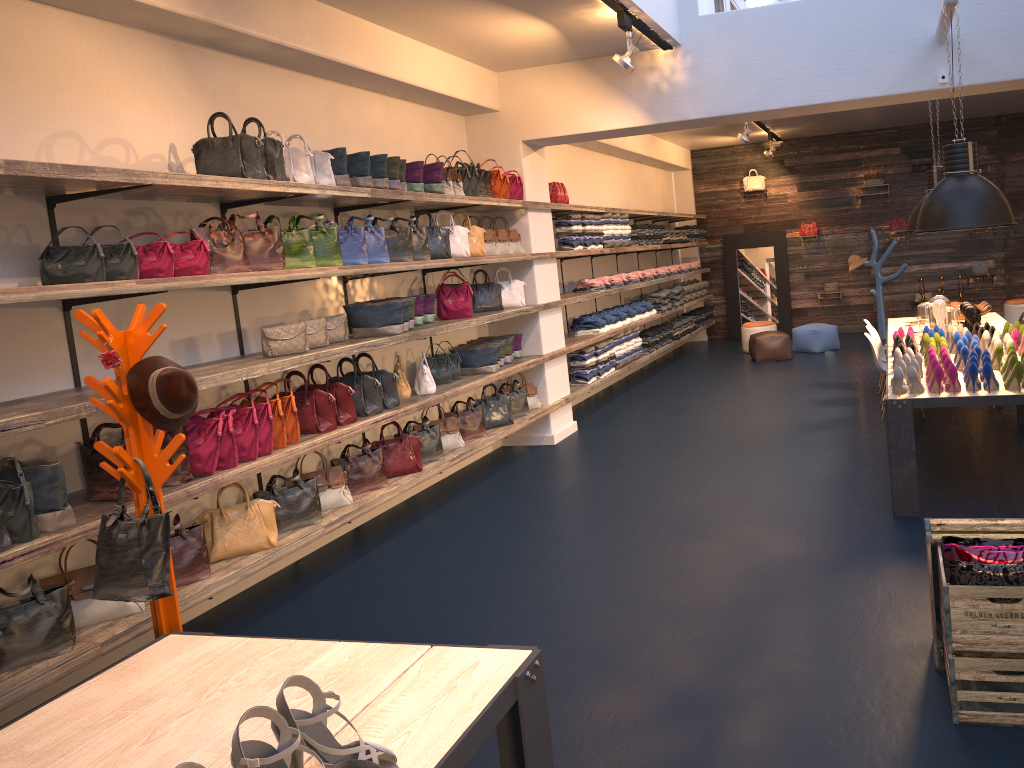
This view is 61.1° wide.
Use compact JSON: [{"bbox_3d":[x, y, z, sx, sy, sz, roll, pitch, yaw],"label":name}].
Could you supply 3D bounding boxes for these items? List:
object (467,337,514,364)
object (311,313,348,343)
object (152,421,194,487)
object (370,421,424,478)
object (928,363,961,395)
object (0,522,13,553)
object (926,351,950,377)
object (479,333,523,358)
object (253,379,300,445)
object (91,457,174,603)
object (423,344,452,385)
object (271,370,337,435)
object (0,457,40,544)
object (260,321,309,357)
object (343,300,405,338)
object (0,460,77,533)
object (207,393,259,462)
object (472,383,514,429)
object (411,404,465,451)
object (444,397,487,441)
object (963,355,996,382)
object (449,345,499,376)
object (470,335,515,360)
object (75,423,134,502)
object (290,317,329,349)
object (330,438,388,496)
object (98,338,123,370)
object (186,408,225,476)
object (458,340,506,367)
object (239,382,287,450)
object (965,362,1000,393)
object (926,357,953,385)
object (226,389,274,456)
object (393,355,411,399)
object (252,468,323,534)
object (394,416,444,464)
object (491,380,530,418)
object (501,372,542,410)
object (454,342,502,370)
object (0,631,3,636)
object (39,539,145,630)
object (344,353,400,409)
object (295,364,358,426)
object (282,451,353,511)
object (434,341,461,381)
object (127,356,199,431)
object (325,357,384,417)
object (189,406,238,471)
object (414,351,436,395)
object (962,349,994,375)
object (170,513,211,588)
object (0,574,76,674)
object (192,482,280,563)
[{"bbox_3d":[-0.182,-0.281,7.788,0.421,0.234,0.177,-5,6,-3],"label":"object"},{"bbox_3d":[-1.171,-0.350,5.537,0.095,0.175,0.293,0,9,41],"label":"object"},{"bbox_3d":[-1.673,0.301,4.091,0.327,0.354,0.171,-3,6,18],"label":"object"},{"bbox_3d":[-0.809,0.435,5.951,0.461,0.384,0.178,-10,7,-33],"label":"object"},{"bbox_3d":[2.689,-0.043,5.396,0.193,0.194,0.255,-3,7,18],"label":"object"},{"bbox_3d":[-2.026,0.479,3.222,0.317,0.308,0.166,-2,7,28],"label":"object"},{"bbox_3d":[2.923,-0.138,5.930,0.189,0.194,0.259,-2,8,26],"label":"object"},{"bbox_3d":[-0.094,-0.341,8.160,0.419,0.234,0.178,-5,6,-1],"label":"object"},{"bbox_3d":[-1.334,0.166,4.867,0.261,0.360,0.207,-7,6,-18],"label":"object"},{"bbox_3d":[-1.432,0.548,3.239,0.353,0.521,0.214,-2,6,26],"label":"object"},{"bbox_3d":[-0.584,-0.151,6.771,0.252,0.327,0.102,-8,6,-25],"label":"object"},{"bbox_3d":[-1.243,0.106,5.159,0.414,0.384,0.199,-4,6,10],"label":"object"},{"bbox_3d":[-1.936,0.448,3.335,0.221,0.327,0.116,-3,6,25],"label":"object"},{"bbox_3d":[-1.290,-0.255,4.931,0.293,0.175,0.095,-11,8,-40],"label":"object"},{"bbox_3d":[-0.912,-0.432,5.826,0.418,0.231,0.178,-5,6,0],"label":"object"},{"bbox_3d":[-1.908,0.448,3.486,0.310,0.283,0.199,0,8,40],"label":"object"},{"bbox_3d":[-1.444,0.237,4.496,0.293,0.341,0.227,-10,8,-38],"label":"object"},{"bbox_3d":[-0.172,0.176,7.402,0.462,0.384,0.177,-10,7,-36],"label":"object"},{"bbox_3d":[-0.577,0.333,6.640,0.413,0.365,0.166,-9,7,-30],"label":"object"},{"bbox_3d":[-0.362,0.279,6.986,0.407,0.337,0.200,-10,7,-33],"label":"object"},{"bbox_3d":[3.032,-0.105,5.633,0.191,0.194,0.256,-3,7,21],"label":"object"},{"bbox_3d":[-0.301,-0.195,7.227,0.419,0.231,0.178,-5,6,-1],"label":"object"},{"bbox_3d":[-0.166,-0.309,7.972,0.427,0.234,0.174,-6,6,-7],"label":"object"},{"bbox_3d":[-1.768,0.341,3.912,0.352,0.337,0.232,-2,7,26],"label":"object"},{"bbox_3d":[-1.229,-0.303,5.237,0.096,0.175,0.292,-1,8,39],"label":"object"},{"bbox_3d":[-0.968,0.527,5.587,0.407,0.337,0.200,-10,7,-33],"label":"object"},{"bbox_3d":[-1.477,-0.111,3.188,0.077,0.112,0.066,-5,6,1],"label":"object"},{"bbox_3d":[-1.536,0.296,4.262,0.351,0.299,0.253,-11,9,-41],"label":"object"},{"bbox_3d":[-0.247,-0.249,7.601,0.427,0.234,0.174,-6,6,-7],"label":"object"},{"bbox_3d":[-1.382,0.186,4.758,0.261,0.360,0.207,-7,6,-18],"label":"object"},{"bbox_3d":[2.897,-0.055,5.359,0.188,0.194,0.260,-2,8,29],"label":"object"},{"bbox_3d":[2.805,-0.091,5.672,0.191,0.194,0.256,-3,7,21],"label":"object"},{"bbox_3d":[-1.397,0.218,4.604,0.293,0.341,0.227,-10,8,-38],"label":"object"},{"bbox_3d":[-0.827,-0.060,6.327,0.160,0.307,0.330,-6,7,-8],"label":"object"},{"bbox_3d":[-1.249,0.650,4.893,0.406,0.337,0.201,-9,7,-29],"label":"object"},{"bbox_3d":[-0.656,0.407,6.261,0.406,0.337,0.201,-9,7,-29],"label":"object"},{"bbox_3d":[0.003,0.137,7.782,0.406,0.337,0.201,-9,7,-29],"label":"object"},{"bbox_3d":[0.066,0.069,8.126,0.413,0.365,0.166,-9,7,-30],"label":"object"},{"bbox_3d":[-0.283,-0.222,7.411,0.430,0.231,0.173,-6,6,-10],"label":"object"},{"bbox_3d":[-2.061,0.949,3.064,0.461,0.384,0.178,-10,7,-33],"label":"object"},{"bbox_3d":[-1.829,0.846,3.751,0.413,0.365,0.166,-9,7,-30],"label":"object"},{"bbox_3d":[-0.956,-0.024,5.857,0.413,0.384,0.199,-4,6,11],"label":"object"},{"bbox_3d":[-1.155,0.061,5.369,0.407,0.384,0.202,-3,6,16],"label":"object"},{"bbox_3d":[-1.185,0.582,5.237,0.413,0.365,0.166,-9,7,-30],"label":"object"},{"bbox_3d":[-0.519,-0.178,6.930,0.252,0.327,0.102,-8,6,-25],"label":"object"},{"bbox_3d":[-1.296,0.035,3.317,0.172,0.289,0.290,-2,7,29],"label":"object"},{"bbox_3d":[-1.031,0.013,5.636,0.404,0.384,0.203,-3,6,19],"label":"object"},{"bbox_3d":[-1.519,0.284,4.371,0.265,0.297,0.240,-7,6,-14],"label":"object"},{"bbox_3d":[-0.658,-0.090,6.439,0.160,0.307,0.330,-6,7,-8],"label":"object"},{"bbox_3d":[3.156,-0.150,5.879,0.192,0.194,0.255,-3,7,19],"label":"object"},{"bbox_3d":[-1.614,0.792,4.097,0.407,0.337,0.200,-10,7,-33],"label":"object"},{"bbox_3d":[-1.908,0.920,3.372,0.406,0.337,0.201,-9,7,-29],"label":"object"},{"bbox_3d":[-1.430,0.689,4.517,0.461,0.384,0.178,-10,7,-33],"label":"object"}]
